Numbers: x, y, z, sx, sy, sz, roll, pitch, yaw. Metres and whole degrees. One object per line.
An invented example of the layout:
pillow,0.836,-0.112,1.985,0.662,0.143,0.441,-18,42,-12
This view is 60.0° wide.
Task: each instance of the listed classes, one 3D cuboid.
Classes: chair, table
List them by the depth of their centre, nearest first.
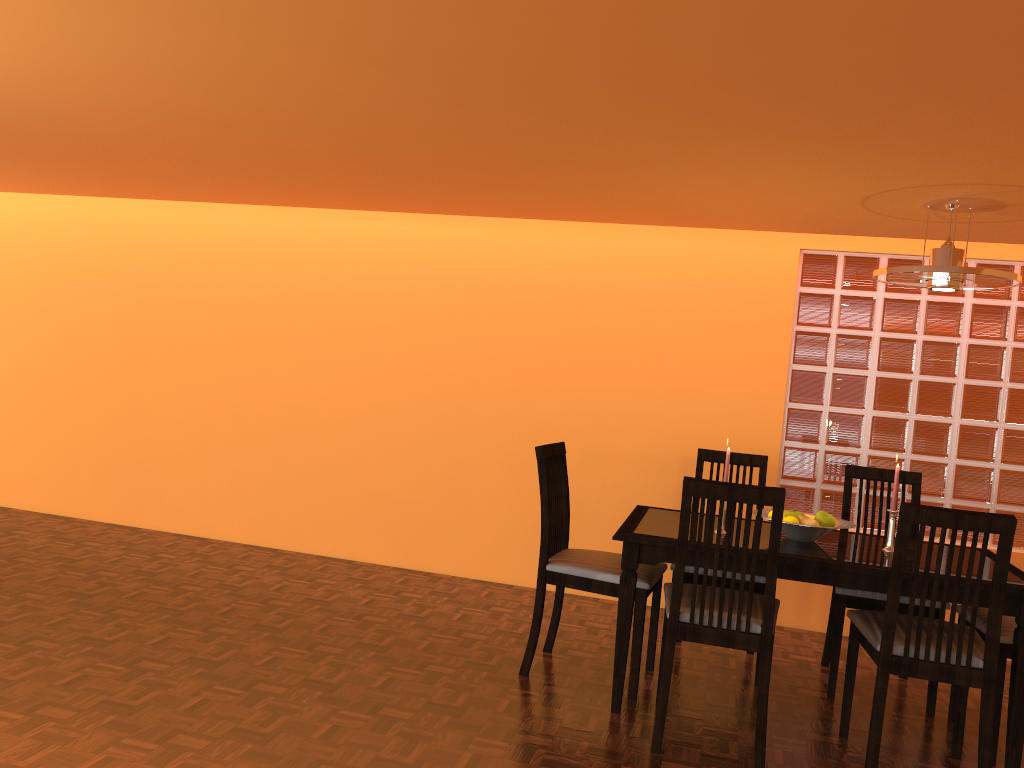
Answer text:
chair,1.190,0.732,2.552,0.373,0.809,0.465,6,1,14
chair,0.633,0.678,2.689,0.373,0.809,0.465,6,1,14
chair,1.710,0.775,2.808,0.465,0.809,0.373,5,1,9
table,0.980,0.817,2.967,1.259,0.584,0.697,6,1,14
chair,0.297,0.637,3.165,0.465,0.809,0.373,6,1,19
chair,1.375,0.733,3.296,0.373,0.809,0.465,6,1,14
chair,0.817,0.679,3.433,0.373,0.809,0.465,6,1,14

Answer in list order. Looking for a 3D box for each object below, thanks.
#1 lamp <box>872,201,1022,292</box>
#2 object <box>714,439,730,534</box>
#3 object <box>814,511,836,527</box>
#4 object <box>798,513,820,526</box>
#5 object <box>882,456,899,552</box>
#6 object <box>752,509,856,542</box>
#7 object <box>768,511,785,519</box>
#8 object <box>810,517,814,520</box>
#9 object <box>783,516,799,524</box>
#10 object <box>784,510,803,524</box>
lamp,1.408,-0.440,2.864,0.435,0.274,0.435,6,2,36
object,0.713,0.336,2.963,0.044,0.326,0.044,5,1,3
object,1.047,0.458,2.967,0.069,0.066,0.069,6,1,24
object,0.981,0.466,2.922,0.066,0.070,0.055,5,1,-5
object,1.257,0.387,2.916,0.044,0.326,0.044,5,1,3
object,0.973,0.487,2.983,0.337,0.072,0.337,5,1,-20
object,0.883,0.444,2.961,0.055,0.046,0.046,5,1,-3
object,1.022,0.480,3.015,0.047,0.056,0.045,6,1,20
object,0.920,0.459,2.929,0.046,0.046,0.055,5,1,-23
object,0.956,0.469,3.018,0.087,0.076,0.089,6,1,20
